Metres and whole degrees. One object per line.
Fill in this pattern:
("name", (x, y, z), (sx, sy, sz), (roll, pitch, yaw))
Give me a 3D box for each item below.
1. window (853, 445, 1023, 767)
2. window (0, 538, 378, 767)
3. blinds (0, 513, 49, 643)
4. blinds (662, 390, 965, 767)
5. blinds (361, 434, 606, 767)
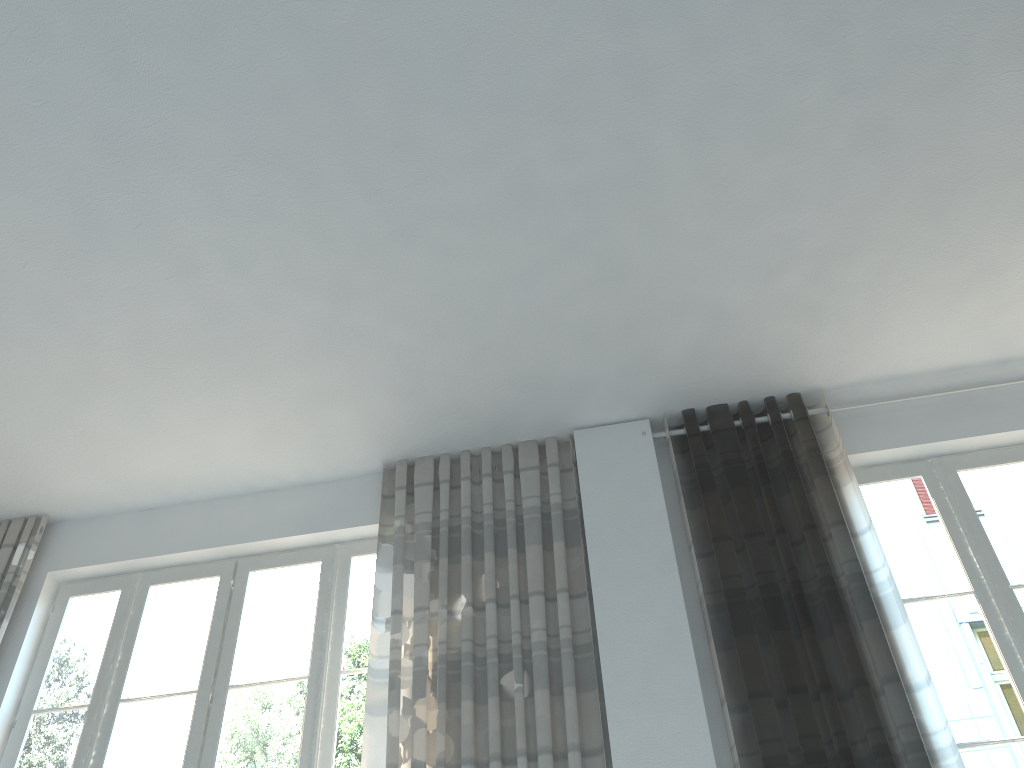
("window", (2.534, 0.983, 3.425), (1.983, 1.996, 0.074), (-9, -43, 6))
("window", (10.441, 5.147, 19.309), (18.538, 18.424, 32.997), (-12, -43, 9))
("blinds", (-2.754, 1.911, 3.692), (0.722, 3.241, 0.133), (-9, -43, 6))
("blinds", (1.190, 1.301, 3.252), (0.776, 3.211, 0.140), (-9, -43, 6))
("blinds", (-0.119, 1.494, 3.407), (1.026, 3.241, 0.184), (-9, -43, 6))
